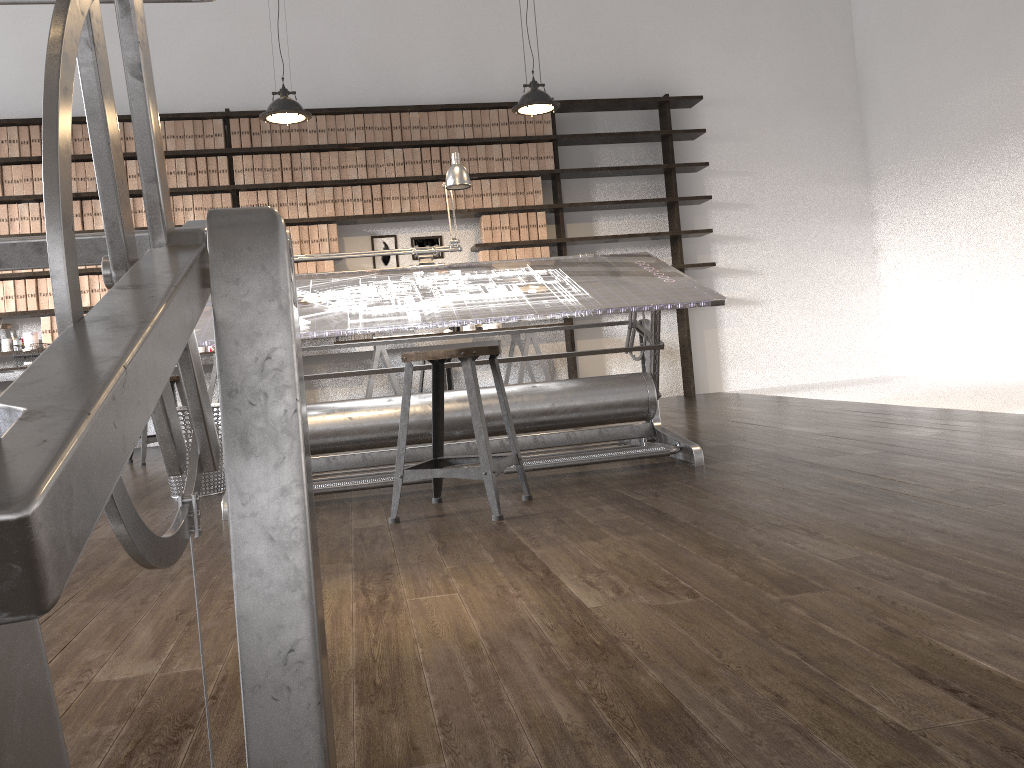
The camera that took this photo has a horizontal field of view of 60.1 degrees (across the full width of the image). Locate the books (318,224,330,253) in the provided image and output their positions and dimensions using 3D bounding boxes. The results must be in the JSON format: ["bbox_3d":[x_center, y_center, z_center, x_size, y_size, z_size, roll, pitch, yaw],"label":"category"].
[{"bbox_3d":[-1.429,-1.090,6.740,0.067,0.226,0.174,-5,0,-10],"label":"books"}]

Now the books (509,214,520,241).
[{"bbox_3d":[0.003,-1.224,7.012,0.067,0.226,0.174,-5,0,-10],"label":"books"}]

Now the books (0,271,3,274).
[{"bbox_3d":[-3.653,-0.877,6.331,0.067,0.226,0.174,-5,0,-10],"label":"books"}]

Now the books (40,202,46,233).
[{"bbox_3d":[-3.333,-1.185,6.392,0.067,0.226,0.174,-5,0,-10],"label":"books"}]

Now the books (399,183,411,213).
[{"bbox_3d":[-0.832,-1.424,6.861,0.067,0.226,0.174,-5,0,-10],"label":"books"}]

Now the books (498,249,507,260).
[{"bbox_3d":[-0.081,-0.939,6.988,0.067,0.226,0.174,-5,0,-10],"label":"books"}]

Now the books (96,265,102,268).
[{"bbox_3d":[-2.979,-0.940,6.454,0.067,0.225,0.174,-5,0,-10],"label":"books"}]

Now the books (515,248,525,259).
[{"bbox_3d":[0.059,-0.952,7.007,0.067,0.226,0.174,-5,0,-10],"label":"books"}]

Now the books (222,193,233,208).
[{"bbox_3d":[-2.117,-1.299,6.624,0.067,0.226,0.174,-5,0,-10],"label":"books"}]

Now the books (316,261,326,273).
[{"bbox_3d":[-1.443,-0.813,6.732,0.067,0.225,0.174,-5,0,-10],"label":"books"}]

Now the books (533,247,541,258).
[{"bbox_3d":[0.185,-0.964,7.035,0.067,0.225,0.174,-5,0,-10],"label":"books"}]

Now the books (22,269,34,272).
[{"bbox_3d":[-3.459,-0.895,6.364,0.067,0.225,0.174,-5,0,-10],"label":"books"}]

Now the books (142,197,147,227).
[{"bbox_3d":[-2.660,-1.248,6.521,0.067,0.225,0.174,-5,0,-10],"label":"books"}]

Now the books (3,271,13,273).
[{"bbox_3d":[-3.586,-0.883,6.337,0.067,0.226,0.174,-5,0,-10],"label":"books"}]

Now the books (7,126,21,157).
[{"bbox_3d":[-3.554,-1.719,6.370,0.067,0.226,0.174,-5,0,-10],"label":"books"}]

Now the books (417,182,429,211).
[{"bbox_3d":[-0.696,-1.437,6.888,0.067,0.226,0.174,-5,0,-10],"label":"books"}]

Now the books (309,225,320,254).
[{"bbox_3d":[-1.499,-1.084,6.732,0.067,0.226,0.174,-5,0,-10],"label":"books"}]

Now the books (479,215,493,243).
[{"bbox_3d":[-0.205,-1.204,6.972,0.067,0.226,0.174,-5,0,-10],"label":"books"}]

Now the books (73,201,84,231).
[{"bbox_3d":[-3.135,-1.204,6.431,0.067,0.226,0.174,-5,0,-10],"label":"books"}]

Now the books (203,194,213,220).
[{"bbox_3d":[-2.247,-1.286,6.594,0.067,0.226,0.174,-5,0,-10],"label":"books"}]

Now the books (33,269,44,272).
[{"bbox_3d":[-3.388,-0.902,6.375,0.067,0.226,0.174,-5,0,-10],"label":"books"}]

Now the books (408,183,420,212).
[{"bbox_3d":[-0.765,-1.431,6.878,0.067,0.226,0.174,-5,0,-10],"label":"books"}]

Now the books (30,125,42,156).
[{"bbox_3d":[-3.411,-1.733,6.396,0.067,0.226,0.174,-5,0,-10],"label":"books"}]

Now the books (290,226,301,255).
[{"bbox_3d":[-1.634,-1.071,6.701,0.067,0.226,0.174,-5,0,-10],"label":"books"}]

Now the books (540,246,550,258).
[{"bbox_3d":[0.254,-0.971,7.048,0.067,0.226,0.174,-5,0,-10],"label":"books"}]

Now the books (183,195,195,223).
[{"bbox_3d":[-2.383,-1.274,6.572,0.067,0.226,0.174,-5,0,-10],"label":"books"}]

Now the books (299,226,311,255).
[{"bbox_3d":[-1.569,-1.077,6.719,0.067,0.226,0.174,-5,0,-10],"label":"books"}]

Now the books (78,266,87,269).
[{"bbox_3d":[-3.111,-0.927,6.425,0.067,0.226,0.174,-5,0,-10],"label":"books"}]

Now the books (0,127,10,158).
[{"bbox_3d":[-3.624,-1.713,6.361,0.067,0.226,0.174,-5,0,-10],"label":"books"}]

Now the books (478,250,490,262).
[{"bbox_3d":[-0.218,-0.927,6.957,0.067,0.226,0.174,-5,0,-10],"label":"books"}]

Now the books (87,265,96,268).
[{"bbox_3d":[-3.040,-0.934,6.438,0.067,0.226,0.174,-5,0,-10],"label":"books"}]

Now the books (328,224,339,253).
[{"bbox_3d":[-1.360,-1.097,6.758,0.067,0.226,0.174,-5,0,-10],"label":"books"}]

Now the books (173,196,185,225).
[{"bbox_3d":[-2.452,-1.267,6.564,0.067,0.226,0.174,-5,0,-10],"label":"books"}]

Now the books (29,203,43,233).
[{"bbox_3d":[-3.404,-1.178,6.379,0.067,0.226,0.174,-5,0,-10],"label":"books"}]

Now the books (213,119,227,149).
[{"bbox_3d":[-2.181,-1.847,6.626,0.067,0.226,0.174,-5,0,-10],"label":"books"}]

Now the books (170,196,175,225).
[{"bbox_3d":[-2.520,-1.261,6.549,0.067,0.226,0.174,-5,0,-10],"label":"books"}]

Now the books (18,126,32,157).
[{"bbox_3d":[-3.485,-1.726,6.388,0.067,0.226,0.174,-5,0,-10],"label":"books"}]

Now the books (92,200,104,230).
[{"bbox_3d":[-2.992,-1.217,6.458,0.067,0.226,0.174,-5,0,-10],"label":"books"}]

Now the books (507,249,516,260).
[{"bbox_3d":[-0.012,-0.946,6.997,0.067,0.226,0.174,-5,0,-10],"label":"books"}]

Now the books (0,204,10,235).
[{"bbox_3d":[-3.613,-1.159,6.346,0.067,0.226,0.174,-5,0,-10],"label":"books"}]

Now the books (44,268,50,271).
[{"bbox_3d":[-3.320,-0.908,6.392,0.067,0.226,0.174,-5,0,-10],"label":"books"}]

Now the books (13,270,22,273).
[{"bbox_3d":[-3.521,-0.889,6.354,0.067,0.225,0.174,-5,0,-10],"label":"books"}]

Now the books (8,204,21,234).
[{"bbox_3d":[-3.545,-1.166,6.360,0.067,0.226,0.174,-5,0,-10],"label":"books"}]

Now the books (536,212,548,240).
[{"bbox_3d":[0.224,-1.244,7.050,0.067,0.225,0.174,-5,0,-10],"label":"books"}]

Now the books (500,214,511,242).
[{"bbox_3d":[-0.066,-1.217,6.994,0.067,0.226,0.174,-5,0,-10],"label":"books"}]

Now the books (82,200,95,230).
[{"bbox_3d":[-3.062,-1.211,6.450,0.067,0.226,0.174,-5,0,-10],"label":"books"}]

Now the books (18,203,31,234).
[{"bbox_3d":[-3.476,-1.172,6.369,0.067,0.226,0.174,-5,0,-10],"label":"books"}]

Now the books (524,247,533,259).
[{"bbox_3d":[0.124,-0.958,7.019,0.067,0.226,0.174,-5,0,-10],"label":"books"}]

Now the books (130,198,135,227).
[{"bbox_3d":[-2.786,-1.236,6.494,0.067,0.226,0.174,-5,0,-10],"label":"books"}]

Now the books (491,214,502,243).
[{"bbox_3d":[-0.136,-1.211,6.985,0.067,0.226,0.174,-5,0,-10],"label":"books"}]

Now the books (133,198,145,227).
[{"bbox_3d":[-2.722,-1.242,6.511,0.067,0.225,0.174,-5,0,-10],"label":"books"}]

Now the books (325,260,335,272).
[{"bbox_3d":[-1.381,-0.818,6.742,0.067,0.225,0.174,-5,0,-10],"label":"books"}]

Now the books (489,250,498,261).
[{"bbox_3d":[-0.149,-0.933,6.973,0.067,0.226,0.174,-5,0,-10],"label":"books"}]

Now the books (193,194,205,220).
[{"bbox_3d":[-2.312,-1.280,6.582,0.067,0.226,0.174,-5,0,-10],"label":"books"}]

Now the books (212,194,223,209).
[{"bbox_3d":[-2.186,-1.292,6.610,0.067,0.225,0.174,-5,0,-10],"label":"books"}]

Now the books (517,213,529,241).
[{"bbox_3d":[0.078,-1.230,7.020,0.067,0.226,0.174,-5,0,-10],"label":"books"}]

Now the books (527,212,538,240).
[{"bbox_3d":[0.149,-1.237,7.039,0.067,0.225,0.174,-5,0,-10],"label":"books"}]

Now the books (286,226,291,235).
[{"bbox_3d":[-1.700,-1.065,6.693,0.067,0.225,0.174,-5,0,-10],"label":"books"}]

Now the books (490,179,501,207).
[{"bbox_3d":[-0.142,-1.488,6.989,0.067,0.225,0.174,-5,0,-10],"label":"books"}]
